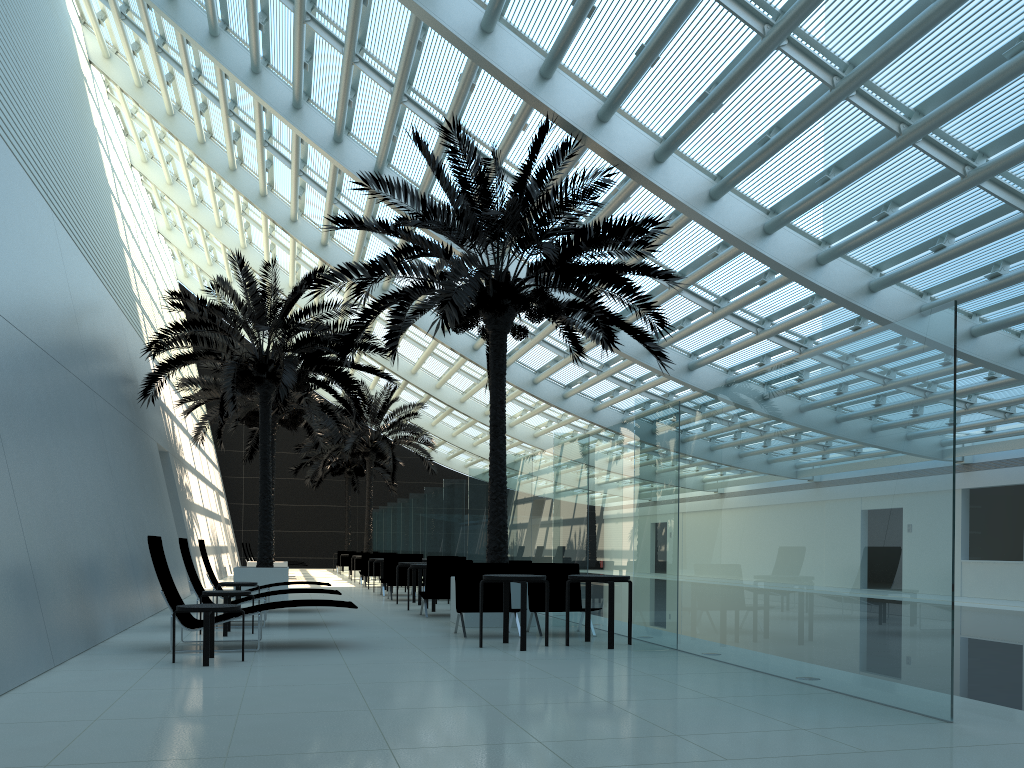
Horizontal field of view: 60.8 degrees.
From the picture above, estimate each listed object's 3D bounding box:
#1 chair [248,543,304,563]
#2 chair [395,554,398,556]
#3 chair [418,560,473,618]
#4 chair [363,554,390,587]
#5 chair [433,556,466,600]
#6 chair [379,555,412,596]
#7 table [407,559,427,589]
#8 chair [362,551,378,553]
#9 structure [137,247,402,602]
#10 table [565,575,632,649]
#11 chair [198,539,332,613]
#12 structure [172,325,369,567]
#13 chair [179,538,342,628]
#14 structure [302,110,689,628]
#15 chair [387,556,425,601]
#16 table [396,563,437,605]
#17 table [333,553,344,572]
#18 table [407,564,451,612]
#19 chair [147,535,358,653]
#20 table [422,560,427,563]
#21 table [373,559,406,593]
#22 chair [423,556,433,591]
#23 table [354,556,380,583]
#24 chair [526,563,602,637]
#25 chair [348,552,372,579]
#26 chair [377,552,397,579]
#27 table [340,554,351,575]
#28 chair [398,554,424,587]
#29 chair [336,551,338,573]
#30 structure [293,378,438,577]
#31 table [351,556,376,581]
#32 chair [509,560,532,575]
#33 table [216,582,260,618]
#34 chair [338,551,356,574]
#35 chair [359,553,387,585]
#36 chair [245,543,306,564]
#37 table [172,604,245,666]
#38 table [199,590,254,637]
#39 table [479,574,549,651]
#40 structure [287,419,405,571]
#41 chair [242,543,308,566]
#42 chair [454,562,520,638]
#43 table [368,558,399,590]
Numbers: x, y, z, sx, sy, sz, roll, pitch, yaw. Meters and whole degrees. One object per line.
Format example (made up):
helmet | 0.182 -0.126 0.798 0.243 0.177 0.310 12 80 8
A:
chair | -8.937 6.629 33.120 2.039 1.142 0.934 3 -5 -15
chair | -3.059 5.299 24.994 0.717 0.875 0.900 2 -6 -15
chair | -1.051 3.177 13.610 0.717 0.875 0.900 2 -6 -15
chair | -3.544 4.938 23.100 0.717 0.875 0.900 2 -6 -15
chair | -1.202 3.969 17.823 0.717 0.875 0.900 2 -6 -15
chair | -2.525 4.225 19.258 0.717 0.875 0.900 2 -6 -15
table | -2.281 4.814 22.073 0.681 0.770 0.688 -1 -5 24
chair | -5.511 7.031 34.326 0.717 0.875 0.900 2 -6 -15
structure | -4.709 0.822 16.914 4.663 6.744 4.313 3 -4 -36
table | 0.961 2.509 9.656 0.682 0.770 0.687 -2 -6 33
chair | -3.995 3.116 14.190 2.039 1.142 0.934 3 -5 -15
structure | -6.435 1.865 22.712 4.294 6.803 4.686 0 -4 19
chair | -3.340 2.651 11.682 2.039 1.142 0.934 3 -5 -15
structure | -0.196 -0.123 12.138 4.822 6.928 4.499 0 -3 4
chair | -2.104 3.915 17.588 0.717 0.875 0.900 2 -6 -15
table | -1.783 3.737 16.328 0.681 0.770 0.688 -1 -5 24
table | -7.161 7.552 36.888 0.682 0.770 0.687 -2 -6 33
table | -1.380 3.444 14.749 0.681 0.770 0.687 -2 -5 28
chair | -2.685 2.185 9.175 2.039 1.142 0.934 3 -5 -15
table | -1.917 4.548 20.642 0.681 0.770 0.687 -2 -5 28
table | -2.855 4.492 20.397 0.681 0.770 0.687 -2 -5 28
chair | -1.623 4.279 19.494 0.717 0.875 0.900 2 -6 -15
table | -4.291 5.513 25.897 0.681 0.770 0.687 -2 -5 28
chair | 0.633 2.664 10.795 0.717 0.875 0.900 2 -6 -15
chair | -4.965 5.948 28.543 0.717 0.875 0.900 2 -6 -15
chair | -4.062 6.002 28.778 0.717 0.875 0.900 2 -6 -15
table | -6.089 6.797 32.819 0.681 0.770 0.688 -1 -5 24
chair | -2.641 4.992 23.336 0.717 0.875 0.900 2 -6 -15
chair | -6.831 7.285 35.749 0.717 0.875 0.900 2 -6 -15
structure | -5.074 3.340 30.799 4.832 6.928 4.491 2 -4 -21
table | -4.646 5.772 27.295 0.681 0.770 0.688 -1 -5 24
chair | -0.148 3.231 13.846 0.717 0.875 0.900 2 -6 -15
table | -4.072 3.207 12.958 0.555 0.510 0.561 -3 -7 28
chair | -6.413 6.977 34.091 0.717 0.875 0.900 2 -6 -15
chair | -3.962 5.246 24.758 0.717 0.875 0.900 2 -6 -15
chair | -8.262 6.149 30.535 2.039 1.142 0.934 3 -5 -15
table | -2.763 2.276 7.943 0.555 0.510 0.561 -3 -7 28
table | -3.417 2.742 10.451 0.555 0.510 0.561 -3 -7 28
table | 0.023 2.454 9.411 0.682 0.770 0.687 -2 -6 33
structure | -7.121 4.815 38.744 4.476 6.927 4.849 3 -4 -36
chair | -7.608 5.684 28.027 2.039 1.142 0.934 3 -5 -15
chair | -0.269 2.611 10.559 0.717 0.875 0.900 2 -6 -15
table | -3.219 4.758 21.828 0.681 0.770 0.688 -1 -5 24
